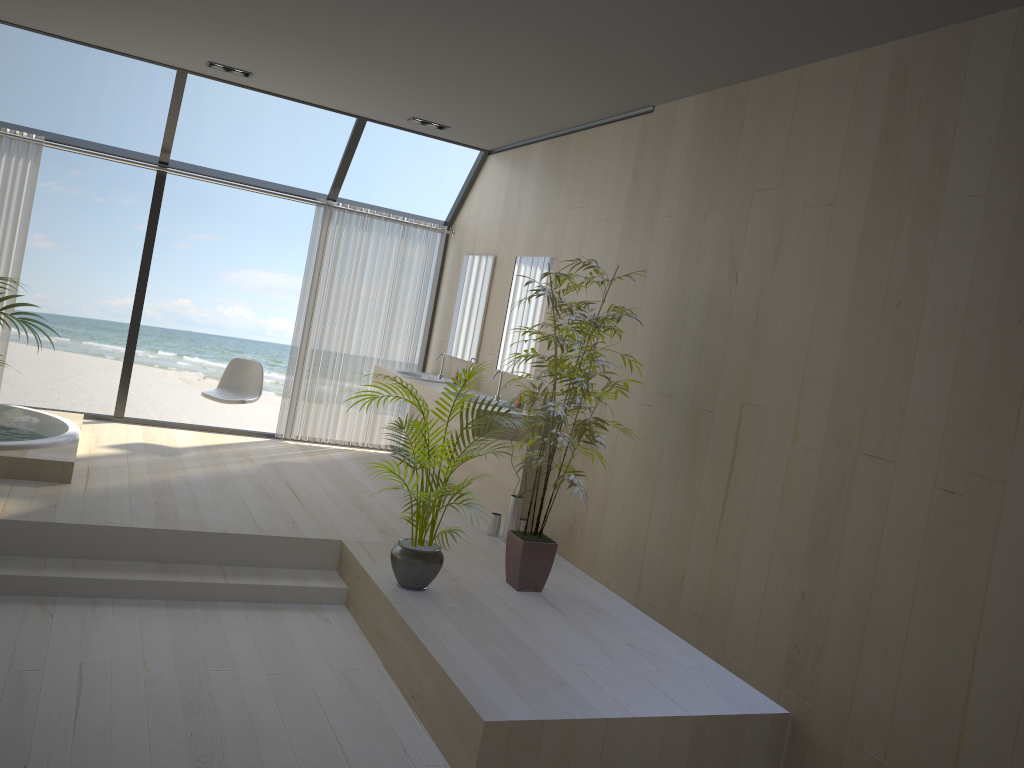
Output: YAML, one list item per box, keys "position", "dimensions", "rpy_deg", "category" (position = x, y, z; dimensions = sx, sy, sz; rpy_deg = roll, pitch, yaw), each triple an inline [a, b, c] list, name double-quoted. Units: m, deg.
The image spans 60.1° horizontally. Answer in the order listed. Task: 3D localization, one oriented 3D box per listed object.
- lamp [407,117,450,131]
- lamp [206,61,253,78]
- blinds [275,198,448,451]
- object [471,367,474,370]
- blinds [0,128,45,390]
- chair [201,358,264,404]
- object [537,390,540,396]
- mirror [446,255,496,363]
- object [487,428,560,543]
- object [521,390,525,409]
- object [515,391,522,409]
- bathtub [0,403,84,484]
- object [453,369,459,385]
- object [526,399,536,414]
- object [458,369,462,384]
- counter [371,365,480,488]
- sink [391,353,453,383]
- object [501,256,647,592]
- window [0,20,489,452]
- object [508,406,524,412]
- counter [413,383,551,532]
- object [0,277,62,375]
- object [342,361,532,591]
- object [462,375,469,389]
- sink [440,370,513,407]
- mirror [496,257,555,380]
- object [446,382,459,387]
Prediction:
- position: [-0.639, -2.068, 6.866]
  dimensions: [0.300, 0.112, 0.165]
  rpy_deg: [9, 3, -25]
  category: "lamp"
- position: [-1.984, -2.268, 6.243]
  dimensions: [0.300, 0.112, 0.165]
  rpy_deg: [9, 3, -25]
  category: "lamp"
- position: [-1.311, -0.486, 7.779]
  dimensions: [1.178, 2.069, 0.084]
  rpy_deg: [10, 1, -25]
  category: "blinds"
- position: [-0.344, -0.051, 6.969]
  dimensions: [0.054, 0.175, 0.012]
  rpy_deg: [10, 0, 1]
  category: "object"
- position: [-4.227, -0.919, 6.428]
  dimensions: [1.178, 2.069, 0.084]
  rpy_deg: [10, 1, -25]
  category: "blinds"
- position: [-2.197, -0.020, 7.034]
  dimensions: [0.369, 0.347, 0.455]
  rpy_deg: [10, 3, 4]
  category: "chair"
- position: [0.147, 0.111, 5.872]
  dimensions: [0.054, 0.175, 0.012]
  rpy_deg: [10, 0, 1]
  category: "object"
- position: [-0.346, -0.636, 7.345]
  dimensions: [0.023, 0.868, 0.657]
  rpy_deg: [10, 2, -25]
  category: "mirror"
- position: [0.110, 0.630, 5.607]
  dimensions: [0.405, 0.748, 0.275]
  rpy_deg: [9, 1, -37]
  category: "object"
- position: [0.070, 0.110, 6.045]
  dimensions: [0.039, 0.135, 0.039]
  rpy_deg: [10, 1, 17]
  category: "object"
- position: [0.049, 0.114, 5.934]
  dimensions: [0.039, 0.135, 0.039]
  rpy_deg: [10, 1, 17]
  category: "object"
- position: [-3.649, 0.283, 5.402]
  dimensions: [1.814, 0.698, 1.656]
  rpy_deg: [9, 4, -25]
  category: "bathtub"
- position: [-0.443, -0.049, 7.031]
  dimensions: [0.039, 0.135, 0.038]
  rpy_deg: [10, 1, 24]
  category: "object"
- position: [0.124, 0.149, 5.873]
  dimensions: [0.058, 0.100, 0.059]
  rpy_deg: [10, 1, -14]
  category: "object"
- position: [-0.421, -0.052, 7.143]
  dimensions: [0.039, 0.135, 0.038]
  rpy_deg: [10, 1, 24]
  category: "object"
- position: [-0.782, 0.338, 7.327]
  dimensions: [0.548, 0.790, 1.212]
  rpy_deg: [9, 3, -25]
  category: "counter"
- position: [-0.737, -0.072, 7.274]
  dimensions: [0.502, 0.419, 0.576]
  rpy_deg: [9, 3, -21]
  category: "sink"
- position: [0.277, 0.211, 4.612]
  dimensions: [0.787, 1.755, 0.936]
  rpy_deg: [10, 1, 0]
  category: "object"
- position: [-2.622, -1.012, 6.929]
  dimensions: [4.543, 2.812, 0.748]
  rpy_deg: [9, 1, -25]
  category: "window"
- position: [0.028, 0.165, 5.854]
  dimensions: [0.105, 0.029, 0.032]
  rpy_deg: [11, 2, 16]
  category: "object"
- position: [-0.291, 0.500, 6.230]
  dimensions: [0.548, 0.790, 1.212]
  rpy_deg: [9, 3, -25]
  category: "counter"
- position: [-2.379, 0.015, 3.451]
  dimensions: [1.060, 1.344, 0.878]
  rpy_deg: [9, 2, -36]
  category: "object"
- position: [-0.427, 0.400, 4.266]
  dimensions: [0.917, 1.156, 0.750]
  rpy_deg: [10, 1, 9]
  category: "object"
- position: [-0.367, -0.013, 6.970]
  dimensions: [0.058, 0.100, 0.059]
  rpy_deg: [10, 1, -18]
  category: "object"
- position: [-0.246, 0.090, 6.176]
  dimensions: [0.502, 0.419, 0.576]
  rpy_deg: [9, 3, -21]
  category: "sink"
- position: [0.101, -0.493, 6.413]
  dimensions: [0.023, 0.868, 0.657]
  rpy_deg: [10, 2, -25]
  category: "mirror"
- position: [-0.463, 0.003, 6.952]
  dimensions: [0.105, 0.029, 0.032]
  rpy_deg: [11, 2, 16]
  category: "object"
